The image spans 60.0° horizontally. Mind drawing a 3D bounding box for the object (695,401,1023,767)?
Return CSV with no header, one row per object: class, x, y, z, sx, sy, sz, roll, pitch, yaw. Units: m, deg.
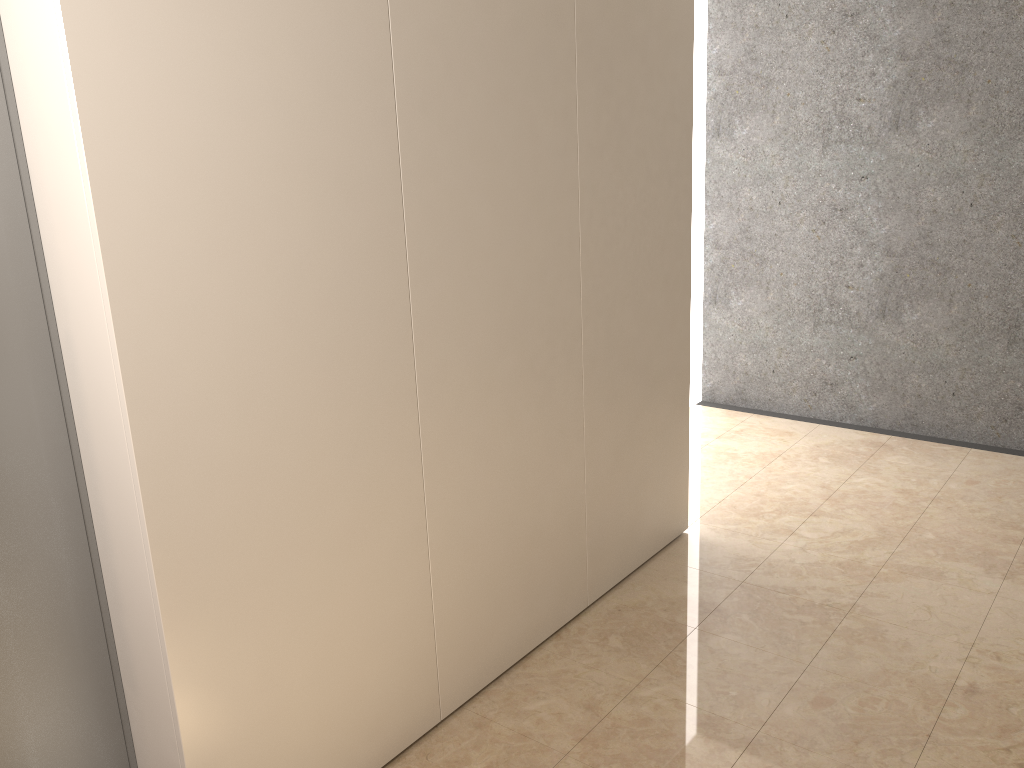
object,1.086,0.561,2.119,4.200,1.455,6.200,9,19,37
